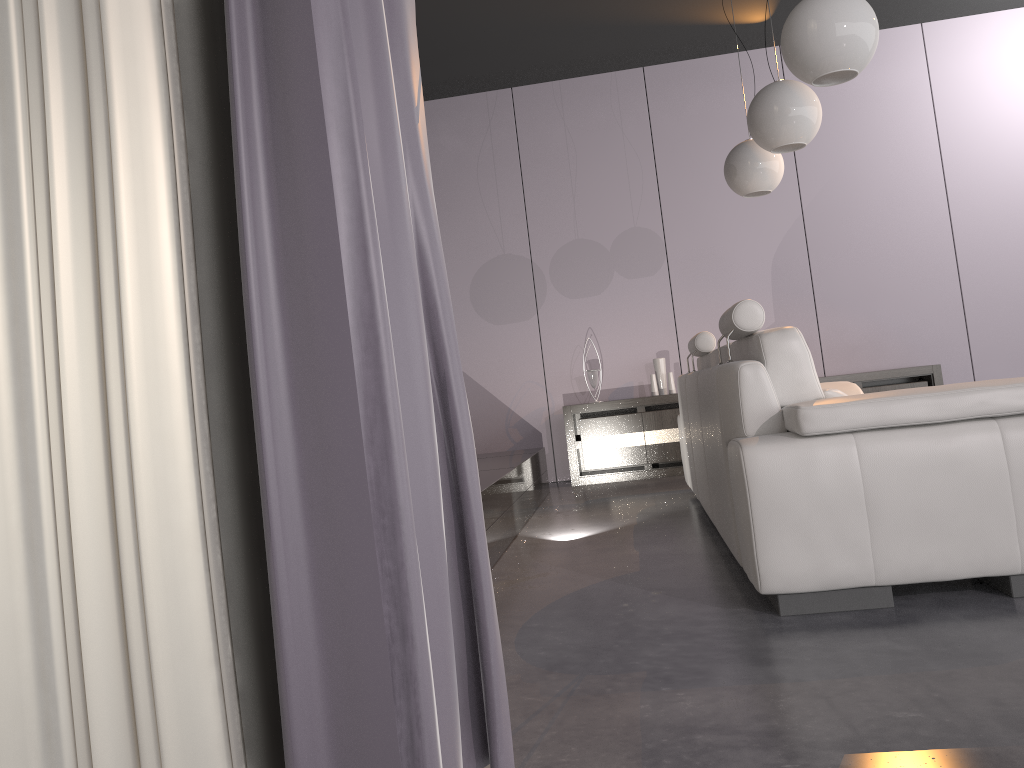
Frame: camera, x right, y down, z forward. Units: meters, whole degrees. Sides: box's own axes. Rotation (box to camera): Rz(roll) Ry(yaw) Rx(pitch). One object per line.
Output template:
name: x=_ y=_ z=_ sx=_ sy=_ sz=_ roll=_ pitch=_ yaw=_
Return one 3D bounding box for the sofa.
sofa: x=1.679 y=0.080 z=3.578 sx=1.867 sy=0.861 sz=2.857 roll=-7 pitch=-1 yaw=7

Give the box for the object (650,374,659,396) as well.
object: x=1.000 y=0.008 z=6.240 sx=0.051 sy=0.152 sz=0.051 roll=-6 pitch=-4 yaw=-14

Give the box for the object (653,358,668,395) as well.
object: x=1.064 y=-0.054 z=6.323 sx=0.089 sy=0.264 sz=0.089 roll=-4 pitch=-4 yaw=-31

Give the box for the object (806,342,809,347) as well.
object: x=2.000 y=-0.179 z=6.164 sx=0.140 sy=0.285 sz=0.140 roll=-7 pitch=-3 yaw=7

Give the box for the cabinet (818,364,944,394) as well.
cabinet: x=2.357 y=0.207 z=6.069 sx=1.071 sy=0.557 sz=0.376 roll=-7 pitch=-3 yaw=7

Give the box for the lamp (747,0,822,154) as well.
lamp: x=1.095 y=-1.704 z=3.814 sx=0.306 sy=1.420 sz=0.306 roll=-7 pitch=-4 yaw=10

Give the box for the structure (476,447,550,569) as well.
structure: x=-0.823 y=0.605 z=1.655 sx=0.999 sy=0.301 sz=8.757 roll=-7 pitch=-1 yaw=7

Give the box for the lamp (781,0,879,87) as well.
lamp: x=0.984 y=-1.709 z=2.967 sx=0.307 sy=1.420 sz=0.305 roll=-5 pitch=-4 yaw=-25

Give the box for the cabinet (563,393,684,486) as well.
cabinet: x=0.932 y=0.372 z=6.245 sx=1.071 sy=0.557 sz=0.376 roll=-7 pitch=-3 yaw=7

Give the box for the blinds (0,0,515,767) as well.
blinds: x=-0.298 y=-0.827 z=1.215 sx=0.248 sy=3.006 sz=3.282 roll=-7 pitch=-2 yaw=8

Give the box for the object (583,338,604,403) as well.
object: x=0.573 y=-0.100 z=6.316 sx=0.123 sy=0.467 sz=0.108 roll=-7 pitch=-4 yaw=8

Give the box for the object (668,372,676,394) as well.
object: x=1.120 y=-0.006 z=6.225 sx=0.051 sy=0.152 sz=0.051 roll=-6 pitch=-4 yaw=-14

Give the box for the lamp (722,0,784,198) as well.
lamp: x=1.207 y=-1.699 z=4.696 sx=0.306 sy=1.420 sz=0.306 roll=-7 pitch=-4 yaw=11
